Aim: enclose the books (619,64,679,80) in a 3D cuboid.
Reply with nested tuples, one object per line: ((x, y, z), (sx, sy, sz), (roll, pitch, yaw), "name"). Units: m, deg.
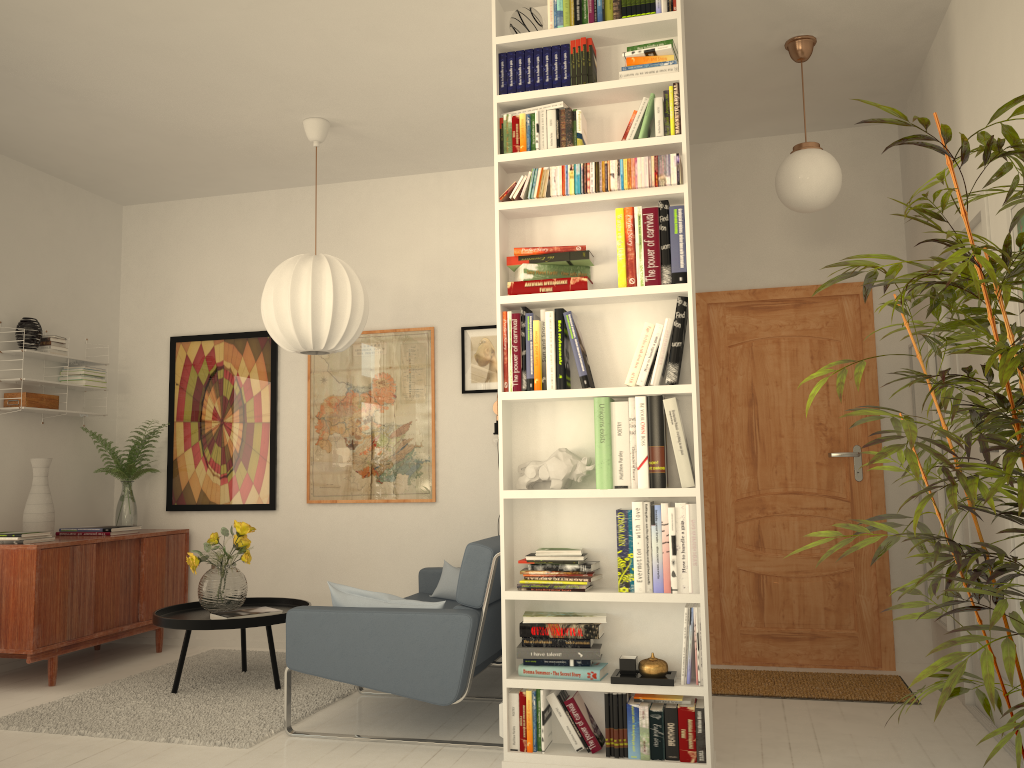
((0.525, -1.124, 3.336), (0.214, 0.038, 0.222), (-3, -6, 14), "books")

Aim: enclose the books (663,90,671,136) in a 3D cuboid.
((0.588, -0.970, 3.314), (0.022, 0.187, 0.186), (-3, -6, 14), "books")

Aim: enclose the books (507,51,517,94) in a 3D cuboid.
((0.021, -1.174, 3.473), (0.034, 0.179, 0.188), (-3, -6, 14), "books")

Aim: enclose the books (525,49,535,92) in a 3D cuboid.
((0.089, -1.177, 3.455), (0.034, 0.179, 0.188), (-3, -6, 14), "books")

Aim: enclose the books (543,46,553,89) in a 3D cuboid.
((0.157, -1.180, 3.438), (0.034, 0.179, 0.188), (-3, -6, 14), "books")

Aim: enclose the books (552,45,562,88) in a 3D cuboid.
((0.191, -1.181, 3.429), (0.034, 0.179, 0.188), (-3, -6, 14), "books")

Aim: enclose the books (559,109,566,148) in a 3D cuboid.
((0.215, -0.937, 3.400), (0.024, 0.155, 0.206), (-3, -6, 14), "books")

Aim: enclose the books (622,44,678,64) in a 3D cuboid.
((0.524, -1.203, 3.319), (0.179, 0.016, 0.208), (-3, -6, 19), "books")

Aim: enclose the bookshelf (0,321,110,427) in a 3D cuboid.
((-2.701, -0.045, 5.262), (0.184, 0.565, 0.694), (-3, -6, 14), "bookshelf")

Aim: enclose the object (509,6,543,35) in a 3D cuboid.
((0.055, -1.387, 3.425), (0.131, 0.131, 0.131), (-2, -6, 10), "object")

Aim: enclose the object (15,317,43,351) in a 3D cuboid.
((-2.747, -0.281, 5.043), (0.139, 0.200, 0.139), (3, -7, -31), "object")

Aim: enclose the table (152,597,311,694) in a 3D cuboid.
((-1.404, 1.324, 4.471), (0.760, 0.386, 0.760), (-4, -7, 30), "table")

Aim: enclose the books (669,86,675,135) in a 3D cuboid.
((0.602, -0.973, 3.296), (0.014, 0.188, 0.218), (-3, -6, 14), "books")

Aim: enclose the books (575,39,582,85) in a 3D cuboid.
((0.275, -1.189, 3.416), (0.020, 0.191, 0.205), (-3, -6, 14), "books")

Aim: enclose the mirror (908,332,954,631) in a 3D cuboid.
((2.029, 0.456, 4.310), (0.029, 1.371, 0.499), (-3, -6, 14), "mirror")

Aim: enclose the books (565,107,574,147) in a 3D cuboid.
((0.230, -0.940, 3.362), (0.023, 0.153, 0.176), (-3, -6, 14), "books")

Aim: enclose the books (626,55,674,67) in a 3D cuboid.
((0.513, -1.176, 3.342), (0.173, 0.030, 0.199), (-1, -6, 5), "books")

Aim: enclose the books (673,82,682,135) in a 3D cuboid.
((0.620, -0.979, 3.290), (0.022, 0.199, 0.212), (-3, -6, 14), "books")

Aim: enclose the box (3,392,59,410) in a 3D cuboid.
((-2.748, 0.102, 5.073), (0.152, 0.084, 0.265), (-3, -6, 15), "box")

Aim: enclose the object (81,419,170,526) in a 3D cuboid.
((-2.396, 0.575, 5.566), (0.476, 0.686, 0.397), (-3, -6, 16), "object")

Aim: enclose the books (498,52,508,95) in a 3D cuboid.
((-0.012, -1.172, 3.481), (0.034, 0.179, 0.188), (-3, -6, 14), "books")

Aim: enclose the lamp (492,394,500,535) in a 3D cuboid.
((-0.196, 0.759, 5.115), (0.360, 1.417, 0.112), (-3, -6, 14), "lamp")

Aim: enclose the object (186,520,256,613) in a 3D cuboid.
((-1.493, 0.940, 4.566), (0.361, 0.471, 0.291), (4, -8, -37), "object")

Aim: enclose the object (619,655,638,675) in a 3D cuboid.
((0.408, 0.985, 3.104), (0.058, 0.055, 0.058), (-3, -6, 14), "object")

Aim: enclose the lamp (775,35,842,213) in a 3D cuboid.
((1.272, -1.119, 3.848), (0.275, 0.768, 0.274), (-2, -6, 9), "lamp")

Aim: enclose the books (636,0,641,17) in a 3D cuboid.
((0.484, -1.405, 3.341), (0.017, 0.130, 0.150), (-3, -6, 14), "books")

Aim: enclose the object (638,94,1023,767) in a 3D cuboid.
((0.891, 0.387, 2.159), (0.778, 1.713, 2.087), (-1, -6, -4), "object")

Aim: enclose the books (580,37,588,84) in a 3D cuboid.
((0.293, -1.191, 3.403), (0.020, 0.191, 0.205), (-3, -6, 14), "books")

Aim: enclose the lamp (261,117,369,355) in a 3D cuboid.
((-1.019, -0.770, 4.606), (0.536, 1.230, 0.535), (4, -8, -41), "lamp")

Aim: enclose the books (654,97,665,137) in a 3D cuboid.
((0.556, -0.953, 3.302), (0.030, 0.154, 0.199), (-3, -6, 14), "books")

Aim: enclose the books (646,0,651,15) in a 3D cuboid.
((0.518, -1.406, 3.332), (0.017, 0.130, 0.150), (-3, -6, 14), "books")

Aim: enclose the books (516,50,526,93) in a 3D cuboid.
((0.055, -1.175, 3.464), (0.034, 0.179, 0.188), (-3, -6, 14), "books")

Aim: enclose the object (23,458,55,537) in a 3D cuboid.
((-2.641, 0.639, 4.960), (0.158, 0.446, 0.160), (3, -8, -36), "object")

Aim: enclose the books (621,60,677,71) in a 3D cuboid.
((0.526, -1.153, 3.337), (0.200, 0.018, 0.208), (-3, -6, 14), "books")

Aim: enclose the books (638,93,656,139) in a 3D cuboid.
((0.515, -0.960, 3.318), (0.065, 0.169, 0.228), (-3, -6, 14), "books")

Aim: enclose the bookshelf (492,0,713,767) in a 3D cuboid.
((0.321, -0.086, 3.285), (0.710, 2.903, 0.248), (-3, -6, 14), "bookshelf")

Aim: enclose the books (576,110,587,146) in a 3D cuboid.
((0.272, -0.935, 3.370), (0.020, 0.145, 0.189), (-3, -6, 14), "books")

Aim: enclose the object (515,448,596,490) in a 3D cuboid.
((0.164, 0.309, 3.240), (0.311, 0.150, 0.137), (-3, -6, 22), "object")

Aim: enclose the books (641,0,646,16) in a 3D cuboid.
((0.501, -1.406, 3.336), (0.017, 0.130, 0.150), (-3, -6, 14), "books")

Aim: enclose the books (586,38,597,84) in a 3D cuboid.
((0.315, -1.191, 3.409), (0.020, 0.191, 0.205), (-3, -6, 14), "books")

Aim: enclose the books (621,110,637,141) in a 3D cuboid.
((0.457, -0.935, 3.357), (0.073, 0.129, 0.200), (-3, -6, 14), "books")

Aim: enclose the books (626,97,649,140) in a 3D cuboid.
((0.486, -0.955, 3.339), (0.092, 0.165, 0.222), (-3, -6, 14), "books")

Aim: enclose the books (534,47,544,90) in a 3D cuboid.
((0.123, -1.178, 3.447), (0.034, 0.179, 0.188), (-3, -6, 14), "books")

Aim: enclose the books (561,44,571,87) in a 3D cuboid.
((0.225, -1.183, 3.420), (0.034, 0.179, 0.188), (-3, -6, 14), "books")

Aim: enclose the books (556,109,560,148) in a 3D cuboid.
((0.192, -0.940, 3.386), (0.013, 0.159, 0.176), (-3, -6, 14), "books")

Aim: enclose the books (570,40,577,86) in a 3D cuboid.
((0.257, -1.188, 3.424), (0.020, 0.191, 0.205), (-3, -6, 14), "books")

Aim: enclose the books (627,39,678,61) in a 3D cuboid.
((0.536, -1.226, 3.335), (0.169, 0.032, 0.188), (-3, -6, 19), "books")

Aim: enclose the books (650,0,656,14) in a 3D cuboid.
((0.535, -1.407, 3.327), (0.017, 0.130, 0.150), (-3, -6, 14), "books")
